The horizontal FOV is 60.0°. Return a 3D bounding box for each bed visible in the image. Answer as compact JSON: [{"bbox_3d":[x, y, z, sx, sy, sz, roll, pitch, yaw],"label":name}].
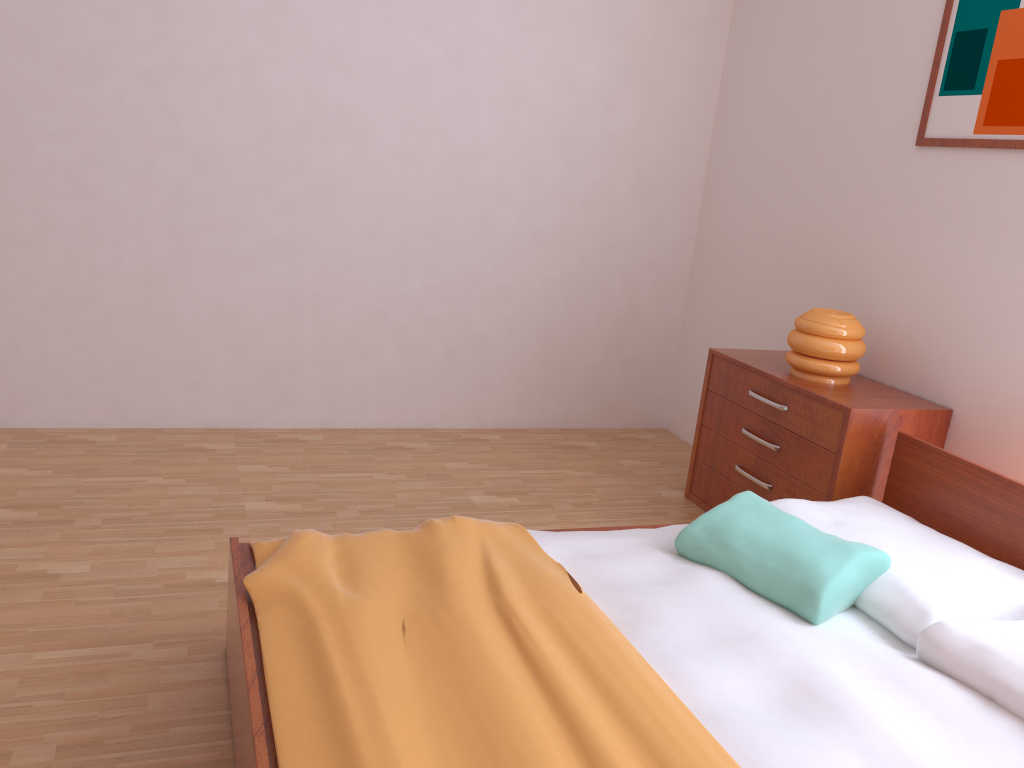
[{"bbox_3d":[0.519,0.608,1.763,1.990,0.560,1.632,1,15,-21],"label":"bed"}]

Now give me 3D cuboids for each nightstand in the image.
[{"bbox_3d":[1.052,0.273,3.231,0.428,0.626,0.815,1,15,-21],"label":"nightstand"}]

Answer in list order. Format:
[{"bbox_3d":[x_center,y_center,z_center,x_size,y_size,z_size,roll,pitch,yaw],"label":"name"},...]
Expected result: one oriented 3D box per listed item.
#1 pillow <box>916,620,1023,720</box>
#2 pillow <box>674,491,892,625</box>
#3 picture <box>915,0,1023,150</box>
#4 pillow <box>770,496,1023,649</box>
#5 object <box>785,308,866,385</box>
[{"bbox_3d":[1.242,0.650,1.739,0.574,0.182,0.630,1,15,-22],"label":"pillow"},{"bbox_3d":[0.673,0.423,2.213,0.334,0.164,0.425,-7,20,-43],"label":"pillow"},{"bbox_3d":[1.522,-0.974,2.671,0.030,0.517,0.645,1,15,-21],"label":"picture"},{"bbox_3d":[0.993,0.469,2.348,0.574,0.157,0.682,-1,16,-27],"label":"pillow"},{"bbox_3d":[1.102,-0.136,3.114,0.264,0.244,0.264,5,14,-4],"label":"object"}]
